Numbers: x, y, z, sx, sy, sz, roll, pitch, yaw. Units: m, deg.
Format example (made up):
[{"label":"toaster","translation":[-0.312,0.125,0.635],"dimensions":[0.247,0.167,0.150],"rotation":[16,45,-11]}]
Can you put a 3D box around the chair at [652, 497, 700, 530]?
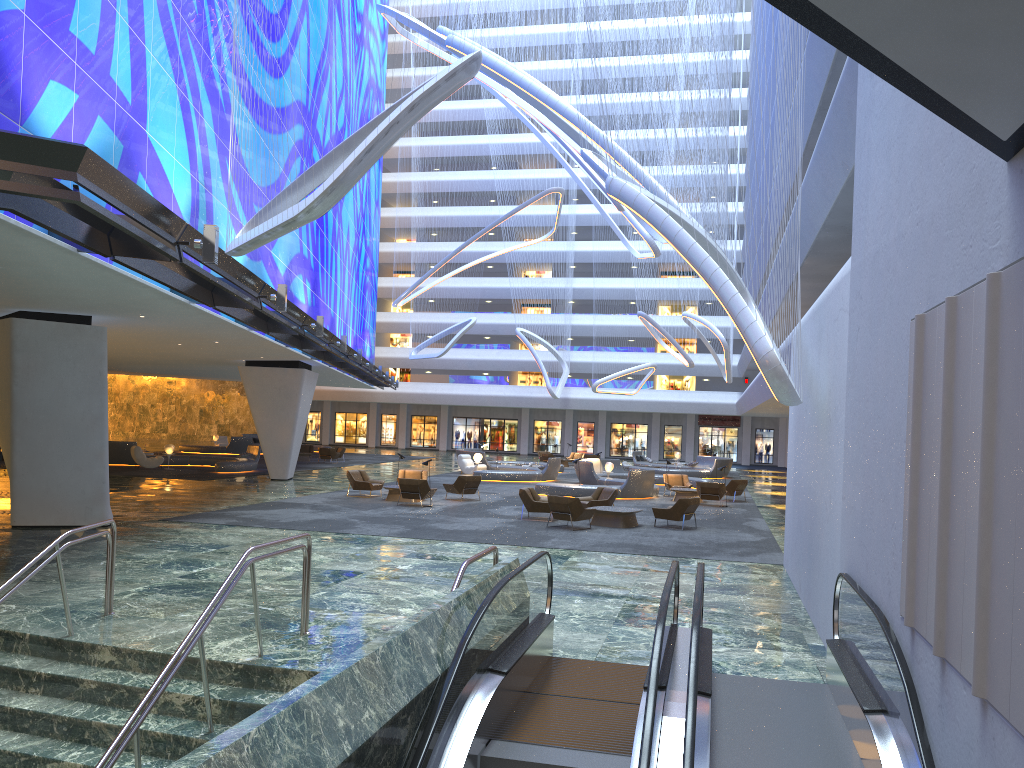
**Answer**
[{"label":"chair","translation":[3.972,3.092,21.381],"dimensions":[0.938,0.766,0.930],"rotation":[1,-2,37]}]

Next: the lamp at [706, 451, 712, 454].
[{"label":"lamp","translation":[10.479,4.180,47.042],"dimensions":[0.384,1.300,0.202],"rotation":[2,-1,13]}]

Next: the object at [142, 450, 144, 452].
[{"label":"object","translation":[-16.204,2.955,38.942],"dimensions":[0.071,0.118,0.151],"rotation":[3,-2,-42]}]

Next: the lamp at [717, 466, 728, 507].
[{"label":"lamp","translation":[6.610,3.204,27.827],"dimensions":[0.384,1.300,0.202],"rotation":[2,-1,30]}]

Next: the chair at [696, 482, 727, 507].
[{"label":"chair","translation":[6.281,3.465,27.955],"dimensions":[0.929,0.766,0.940],"rotation":[2,-2,19]}]

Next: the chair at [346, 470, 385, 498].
[{"label":"chair","translation":[-4.398,2.974,26.437],"dimensions":[0.938,0.766,0.930],"rotation":[2,-2,21]}]

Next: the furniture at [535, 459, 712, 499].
[{"label":"furniture","translation":[3.876,3.464,33.262],"dimensions":[5.183,0.969,9.938],"rotation":[1,-3,30]}]

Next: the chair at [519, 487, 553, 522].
[{"label":"chair","translation":[0.680,2.987,21.997],"dimensions":[0.938,0.766,0.930],"rotation":[2,-2,15]}]

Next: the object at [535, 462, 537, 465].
[{"label":"object","translation":[1.135,3.790,42.267],"dimensions":[0.071,0.118,0.151],"rotation":[2,-2,23]}]

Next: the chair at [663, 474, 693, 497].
[{"label":"chair","translation":[5.822,3.589,31.275],"dimensions":[0.929,0.766,0.939],"rotation":[2,-2,-4]}]

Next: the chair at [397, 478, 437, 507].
[{"label":"chair","translation":[-2.634,2.950,24.232],"dimensions":[0.929,0.766,0.940],"rotation":[2,-2,19]}]

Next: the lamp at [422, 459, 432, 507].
[{"label":"lamp","translation":[-2.305,2.689,24.104],"dimensions":[0.384,1.300,0.202],"rotation":[2,-1,30]}]

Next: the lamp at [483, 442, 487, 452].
[{"label":"lamp","translation":[-1.432,3.625,45.176],"dimensions":[0.202,1.300,0.384],"rotation":[3,-1,-33]}]

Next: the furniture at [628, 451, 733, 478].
[{"label":"furniture","translation":[8.986,4.276,47.514],"dimensions":[5.184,0.969,9.937],"rotation":[2,-2,10]}]

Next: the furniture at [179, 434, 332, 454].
[{"label":"furniture","translation":[-15.231,3.526,52.590],"dimensions":[5.183,0.969,9.938],"rotation":[1,-3,30]}]

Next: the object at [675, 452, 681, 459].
[{"label":"object","translation":[9.859,4.250,52.684],"dimensions":[0.367,0.387,0.318],"rotation":[2,-1,-5]}]

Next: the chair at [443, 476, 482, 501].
[{"label":"chair","translation":[-1.451,3.093,26.475],"dimensions":[0.930,0.766,0.938],"rotation":[4,-2,-44]}]

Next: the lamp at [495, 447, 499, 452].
[{"label":"lamp","translation":[-0.639,3.323,37.381],"dimensions":[0.202,1.300,0.384],"rotation":[2,-1,-12]}]

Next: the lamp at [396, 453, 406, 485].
[{"label":"lamp","translation":[-3.467,2.784,27.409],"dimensions":[0.202,1.300,0.384],"rotation":[2,-1,29]}]

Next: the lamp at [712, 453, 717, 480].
[{"label":"lamp","translation":[9.855,3.984,43.032],"dimensions":[0.202,1.300,0.384],"rotation":[3,-1,-28]}]

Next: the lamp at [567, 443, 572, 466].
[{"label":"lamp","translation":[3.299,4.078,51.359],"dimensions":[0.384,1.300,0.202],"rotation":[3,-1,-25]}]

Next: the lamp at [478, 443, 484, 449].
[{"label":"lamp","translation":[-1.532,3.518,42.765],"dimensions":[0.384,1.300,0.202],"rotation":[2,-1,6]}]

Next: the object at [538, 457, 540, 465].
[{"label":"object","translation":[1.280,3.679,42.329],"dimensions":[0.066,0.355,0.076],"rotation":[2,-1,-20]}]

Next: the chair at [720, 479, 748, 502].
[{"label":"chair","translation":[7.464,3.609,30.198],"dimensions":[0.930,0.766,0.938],"rotation":[4,-2,-44]}]

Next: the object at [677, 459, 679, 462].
[{"label":"object","translation":[9.375,4.383,50.101],"dimensions":[0.131,0.252,0.103],"rotation":[2,-1,-4]}]

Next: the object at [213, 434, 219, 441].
[{"label":"object","translation":[-17.113,3.102,51.228],"dimensions":[0.366,0.387,0.318],"rotation":[2,-1,20]}]

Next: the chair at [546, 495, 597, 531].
[{"label":"chair","translation":[1.324,2.945,20.405],"dimensions":[0.929,0.766,0.940],"rotation":[1,-2,40]}]

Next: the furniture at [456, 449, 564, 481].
[{"label":"furniture","translation":[-0.309,3.586,40.048],"dimensions":[5.184,0.969,9.936],"rotation":[2,-2,5]}]

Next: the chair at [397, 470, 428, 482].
[{"label":"chair","translation":[-3.093,3.074,27.552],"dimensions":[0.929,0.766,0.939],"rotation":[2,-2,-4]}]

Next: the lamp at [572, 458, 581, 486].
[{"label":"lamp","translation":[2.117,3.072,28.935],"dimensions":[0.384,1.300,0.202],"rotation":[2,-1,30]}]

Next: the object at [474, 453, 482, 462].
[{"label":"object","translation":[-1.457,3.162,38.018],"dimensions":[0.367,0.387,0.318],"rotation":[2,-1,-5]}]

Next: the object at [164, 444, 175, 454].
[{"label":"object","translation":[-13.440,2.546,34.783],"dimensions":[0.318,0.387,0.367],"rotation":[2,-1,20]}]

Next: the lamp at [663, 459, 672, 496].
[{"label":"lamp","translation":[5.448,3.299,31.133],"dimensions":[0.202,1.300,0.384],"rotation":[2,-1,29]}]

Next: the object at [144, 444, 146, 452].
[{"label":"object","translation":[-16.195,2.843,39.096],"dimensions":[0.076,0.355,0.066],"rotation":[2,-1,5]}]

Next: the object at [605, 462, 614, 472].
[{"label":"object","translation":[3.767,3.211,34.287],"dimensions":[0.366,0.387,0.318],"rotation":[2,-1,20]}]

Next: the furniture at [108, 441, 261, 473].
[{"label":"furniture","translation":[-14.816,2.862,36.676],"dimensions":[9.922,0.969,5.191],"rotation":[1,-3,30]}]

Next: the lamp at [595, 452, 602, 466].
[{"label":"lamp","translation":[3.623,3.479,37.046],"dimensions":[0.384,1.300,0.202],"rotation":[2,-1,30]}]

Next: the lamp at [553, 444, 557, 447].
[{"label":"lamp","translation":[2.347,3.896,47.987],"dimensions":[0.202,1.300,0.384],"rotation":[3,-1,-25]}]

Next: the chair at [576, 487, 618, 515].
[{"label":"chair","translation":[2.220,3.101,23.215],"dimensions":[0.939,0.766,0.929],"rotation":[3,-2,-25]}]
